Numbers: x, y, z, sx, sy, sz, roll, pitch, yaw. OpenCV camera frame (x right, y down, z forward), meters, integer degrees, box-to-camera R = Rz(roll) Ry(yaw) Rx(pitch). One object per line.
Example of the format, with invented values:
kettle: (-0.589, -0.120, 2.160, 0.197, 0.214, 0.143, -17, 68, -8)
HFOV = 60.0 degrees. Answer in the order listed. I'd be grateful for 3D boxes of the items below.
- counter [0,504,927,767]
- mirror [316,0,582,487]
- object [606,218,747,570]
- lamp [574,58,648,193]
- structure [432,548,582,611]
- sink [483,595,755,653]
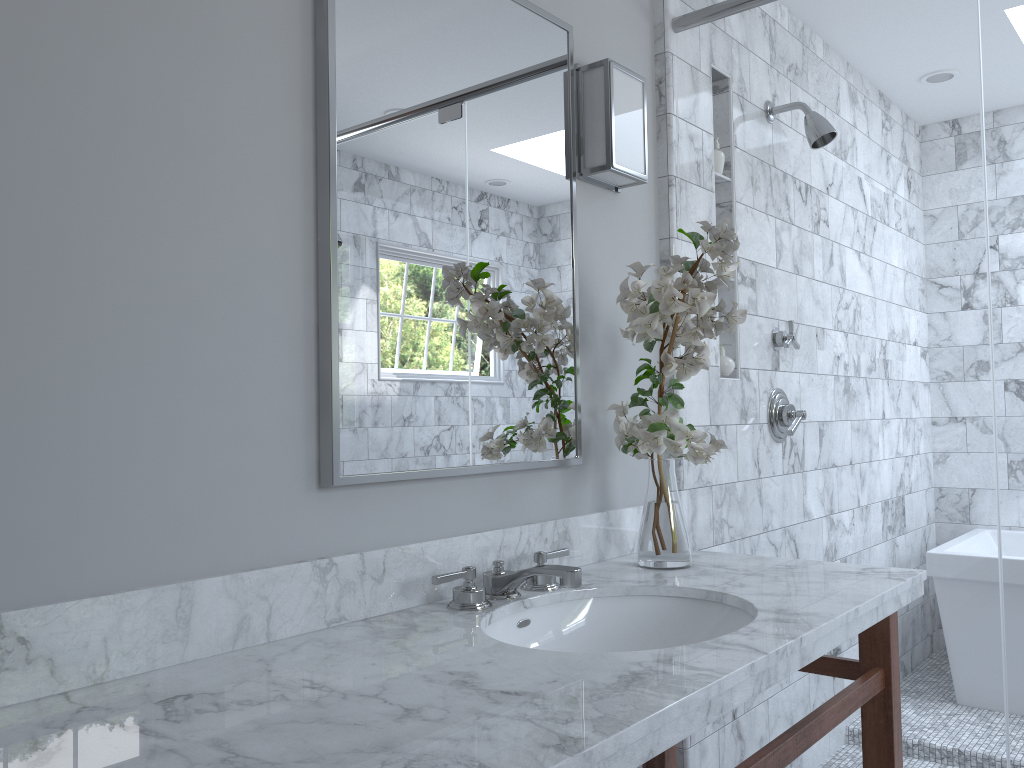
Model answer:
counter: (0.086, 0.760, 1.361, 0.638, 0.983, 1.657, -3, -3, 39)
mirror: (-0.085, -0.317, 1.701, 0.030, 0.977, 0.694, -3, -3, 39)
object: (0.356, 0.039, 1.856, 0.225, 0.706, 0.374, 0, -2, -20)
lamp: (0.235, -0.600, 2.064, 0.091, 0.266, 0.175, -3, -3, 39)
structure: (-0.010, 0.355, 1.625, 0.256, 0.069, 0.295, -1, -2, -1)
sink: (0.164, 0.533, 1.461, 0.517, 0.270, 0.494, -1, -2, -2)
